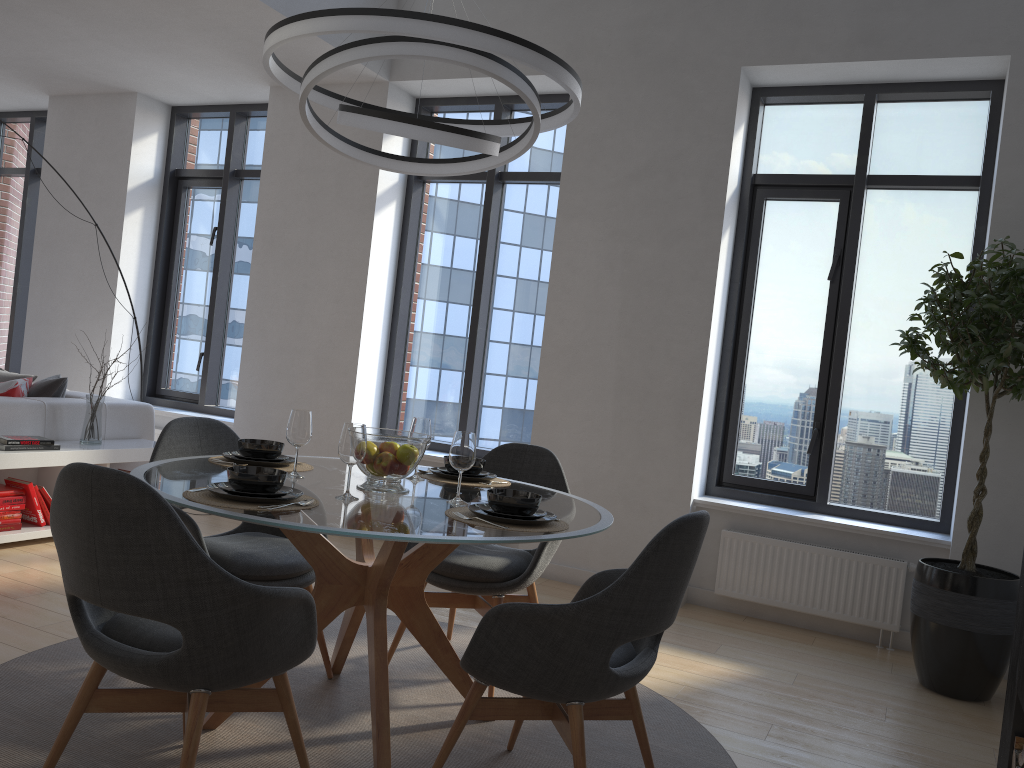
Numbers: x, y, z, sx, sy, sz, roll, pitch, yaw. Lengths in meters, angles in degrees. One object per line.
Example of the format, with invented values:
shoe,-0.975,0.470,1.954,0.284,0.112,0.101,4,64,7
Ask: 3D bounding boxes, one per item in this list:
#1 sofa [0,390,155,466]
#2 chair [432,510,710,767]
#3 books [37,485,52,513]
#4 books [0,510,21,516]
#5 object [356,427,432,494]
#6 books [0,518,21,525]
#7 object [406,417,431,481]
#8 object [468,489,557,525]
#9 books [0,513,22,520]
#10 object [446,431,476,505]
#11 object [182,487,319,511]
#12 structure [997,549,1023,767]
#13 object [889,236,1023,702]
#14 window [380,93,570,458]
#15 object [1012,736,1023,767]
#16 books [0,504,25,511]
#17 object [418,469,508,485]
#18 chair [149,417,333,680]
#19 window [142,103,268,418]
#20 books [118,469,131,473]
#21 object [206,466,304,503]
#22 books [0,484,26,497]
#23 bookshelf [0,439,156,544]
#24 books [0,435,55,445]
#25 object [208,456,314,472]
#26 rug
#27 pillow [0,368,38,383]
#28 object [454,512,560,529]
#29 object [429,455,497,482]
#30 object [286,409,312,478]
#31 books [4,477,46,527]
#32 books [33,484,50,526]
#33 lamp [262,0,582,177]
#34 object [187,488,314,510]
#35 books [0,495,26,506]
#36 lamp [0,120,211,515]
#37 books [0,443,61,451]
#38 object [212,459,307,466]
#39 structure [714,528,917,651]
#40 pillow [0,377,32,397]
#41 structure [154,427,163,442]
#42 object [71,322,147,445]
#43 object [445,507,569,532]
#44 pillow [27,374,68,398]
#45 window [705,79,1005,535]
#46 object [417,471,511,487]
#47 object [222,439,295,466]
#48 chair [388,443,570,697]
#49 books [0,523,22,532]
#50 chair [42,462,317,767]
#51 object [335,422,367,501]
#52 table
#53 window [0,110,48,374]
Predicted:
sofa,-4.215,0.288,4.811,2.614,0.732,3.424,7,1,25
chair,0.177,0.741,2.439,0.619,0.891,0.655,7,1,32
books,-2.568,0.653,4.855,0.188,0.223,0.186,7,1,25
books,-2.707,0.655,4.581,0.178,0.023,0.236,7,1,25
object,-0.404,0.247,2.849,0.278,0.184,0.278,7,1,34
books,-2.717,0.703,4.575,0.187,0.026,0.266,7,1,31
object,-0.335,0.232,3.179,0.083,0.220,0.083,6,1,-14
object,0.003,0.352,2.551,0.258,0.074,0.258,7,1,45
books,-2.716,0.677,4.587,0.182,0.025,0.257,7,1,25
object,-0.157,0.259,2.748,0.083,0.220,0.083,6,1,-14
object,-0.709,0.311,2.422,0.360,0.002,0.360,6,1,0
structure,1.474,-1.849,2.013,0.722,6.351,1.500,7,1,25
object,2.050,0.358,3.921,0.813,2.019,0.801,7,1,29
window,-0.179,-0.716,5.970,1.310,2.402,0.170,7,1,25
object,1.347,1.013,1.969,0.363,0.195,1.005,7,1,24
books,-2.704,0.629,4.591,0.191,0.027,0.261,7,1,29
object,-0.193,0.347,3.339,0.309,0.015,0.206,7,1,30
chair,-0.988,0.597,3.180,0.619,0.891,0.655,7,1,32
window,-2.248,-0.966,6.943,1.310,2.402,0.170,7,1,25
books,-2.315,0.654,5.398,0.198,0.255,0.116,7,1,25
object,-0.701,0.274,2.429,0.258,0.074,0.258,7,1,5
books,-2.737,0.557,4.599,0.227,0.032,0.301,7,1,25
bookshelf,-2.783,0.574,4.419,0.356,0.500,2.600,7,1,25
books,-2.591,0.300,4.704,0.188,0.027,0.238,7,1,38
object,-0.882,0.280,3.127,0.360,0.002,0.360,6,1,-23
rug,-0.513,1.102,2.864,2.499,0.010,2.499,6,1,-2
pillow,-3.748,0.069,4.595,0.647,0.453,2.953,7,1,13
object,-0.013,0.380,2.564,0.206,0.015,0.309,7,1,35
object,-0.182,0.318,3.346,0.258,0.074,0.258,7,1,45
object,-0.701,0.195,2.903,0.083,0.220,0.083,6,1,-3
books,-2.616,0.634,4.764,0.192,0.248,0.134,7,1,25
books,-2.591,0.645,4.804,0.171,0.232,0.148,7,1,27
lamp,-0.050,-2.959,2.798,1.000,4.513,1.000,7,1,27
object,-0.702,0.304,2.420,0.309,0.015,0.206,7,1,30
books,-2.716,0.595,4.595,0.206,0.039,0.279,7,1,24
lamp,-2.998,-0.550,5.576,3.199,2.647,0.710,6,1,-29
books,-2.616,0.323,4.716,0.245,0.026,0.300,7,1,30
object,-0.886,0.272,3.118,0.206,0.015,0.309,7,1,30
structure,1.600,1.086,4.710,1.015,0.460,0.110,7,1,25
pillow,-3.412,0.139,4.543,0.575,0.449,2.250,7,1,22
structure,-2.534,0.586,6.655,1.015,0.460,0.110,7,1,25
object,-2.347,-0.014,5.147,0.406,0.744,0.607,6,1,-25
object,-0.014,0.388,2.553,0.360,0.002,0.360,6,1,0
pillow,-3.279,0.123,4.841,0.608,0.436,2.120,7,1,21
window,1.889,-0.467,4.997,1.310,2.402,0.170,7,1,25
object,-0.182,0.356,3.344,0.360,0.002,0.360,6,1,-23
object,-0.888,0.241,3.131,0.258,0.074,0.258,7,1,5
chair,-0.103,0.691,3.552,0.655,0.891,0.619,7,1,27
books,-2.724,0.732,4.588,0.206,0.034,0.259,7,1,28
chair,-0.823,0.631,2.204,0.655,0.891,0.619,7,1,27
object,-0.471,0.226,2.593,0.083,0.220,0.083,6,1,-37
table,-0.465,0.717,2.867,1.499,0.764,1.499,7,1,14
window,-4.317,-1.216,7.917,1.310,2.402,0.170,7,1,25
